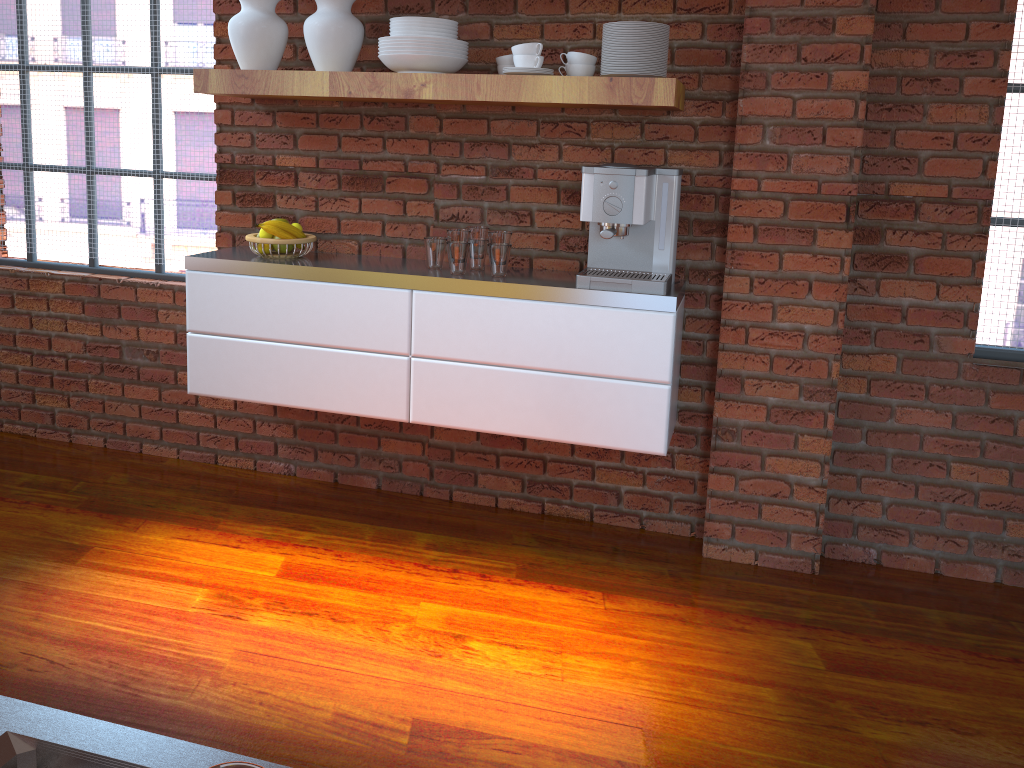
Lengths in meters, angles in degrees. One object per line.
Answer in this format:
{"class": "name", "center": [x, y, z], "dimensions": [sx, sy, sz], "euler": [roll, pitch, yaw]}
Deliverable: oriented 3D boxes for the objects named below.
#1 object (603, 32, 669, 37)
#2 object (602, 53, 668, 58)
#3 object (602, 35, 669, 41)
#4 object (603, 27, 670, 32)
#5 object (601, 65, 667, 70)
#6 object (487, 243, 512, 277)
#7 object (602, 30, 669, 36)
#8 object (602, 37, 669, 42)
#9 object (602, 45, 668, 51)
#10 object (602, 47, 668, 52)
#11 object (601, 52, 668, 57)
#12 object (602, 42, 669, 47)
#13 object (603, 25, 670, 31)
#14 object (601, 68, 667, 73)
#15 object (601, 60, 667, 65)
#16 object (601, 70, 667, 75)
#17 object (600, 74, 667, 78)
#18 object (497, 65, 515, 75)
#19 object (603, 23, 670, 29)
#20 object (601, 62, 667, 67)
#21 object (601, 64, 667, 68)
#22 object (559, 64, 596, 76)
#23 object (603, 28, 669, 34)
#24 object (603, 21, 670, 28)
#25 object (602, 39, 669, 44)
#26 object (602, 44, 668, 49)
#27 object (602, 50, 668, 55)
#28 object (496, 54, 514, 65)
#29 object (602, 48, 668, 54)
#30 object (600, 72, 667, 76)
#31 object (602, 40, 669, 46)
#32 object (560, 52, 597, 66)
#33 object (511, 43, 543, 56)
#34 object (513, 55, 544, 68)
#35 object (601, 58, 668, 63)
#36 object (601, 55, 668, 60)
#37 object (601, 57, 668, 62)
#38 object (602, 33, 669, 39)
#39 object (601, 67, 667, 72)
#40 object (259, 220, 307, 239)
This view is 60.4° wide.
{"class": "object", "center": [0.363, -1.015, 2.583], "dimensions": [0.196, 0.013, 0.197], "euler": [12, 18, 31]}
{"class": "object", "center": [0.360, -0.957, 2.592], "dimensions": [0.196, 0.013, 0.197], "euler": [12, 18, 31]}
{"class": "object", "center": [0.362, -1.006, 2.585], "dimensions": [0.196, 0.013, 0.197], "euler": [12, 18, 31]}
{"class": "object", "center": [0.363, -1.028, 2.581], "dimensions": [0.196, 0.013, 0.197], "euler": [12, 18, 31]}
{"class": "object", "center": [0.359, -0.925, 2.597], "dimensions": [0.196, 0.013, 0.197], "euler": [12, 18, 31]}
{"class": "object", "center": [-0.041, -0.387, 2.756], "dimensions": [0.078, 0.102, 0.079], "euler": [8, 13, 26]}
{"class": "object", "center": [0.363, -1.020, 2.583], "dimensions": [0.196, 0.013, 0.197], "euler": [12, 18, 31]}
{"class": "object", "center": [0.362, -1.001, 2.585], "dimensions": [0.196, 0.013, 0.197], "euler": [12, 18, 31]}
{"class": "object", "center": [0.361, -0.979, 2.589], "dimensions": [0.196, 0.013, 0.197], "euler": [12, 18, 31]}
{"class": "object", "center": [0.361, -0.974, 2.590], "dimensions": [0.196, 0.013, 0.197], "euler": [12, 18, 31]}
{"class": "object", "center": [0.361, -0.961, 2.592], "dimensions": [0.196, 0.013, 0.197], "euler": [12, 18, 31]}
{"class": "object", "center": [0.362, -0.988, 2.588], "dimensions": [0.196, 0.013, 0.197], "euler": [12, 18, 31]}
{"class": "object", "center": [0.364, -1.033, 2.581], "dimensions": [0.196, 0.013, 0.197], "euler": [12, 18, 31]}
{"class": "object", "center": [0.359, -0.916, 2.599], "dimensions": [0.196, 0.013, 0.197], "euler": [12, 18, 31]}
{"class": "object", "center": [0.360, -0.939, 2.595], "dimensions": [0.196, 0.013, 0.197], "euler": [12, 18, 31]}
{"class": "object", "center": [0.359, -0.912, 2.599], "dimensions": [0.196, 0.013, 0.197], "euler": [12, 18, 31]}
{"class": "object", "center": [0.358, -0.903, 2.601], "dimensions": [0.196, 0.013, 0.197], "euler": [12, 18, 31]}
{"class": "object", "center": [-0.002, -0.994, 2.818], "dimensions": [0.092, 0.046, 0.101], "euler": [1, 14, -5]}
{"class": "object", "center": [0.364, -1.037, 2.580], "dimensions": [0.196, 0.013, 0.197], "euler": [12, 18, 31]}
{"class": "object", "center": [0.360, -0.934, 2.596], "dimensions": [0.196, 0.013, 0.197], "euler": [12, 18, 31]}
{"class": "object", "center": [0.359, -0.929, 2.597], "dimensions": [0.196, 0.013, 0.197], "euler": [12, 18, 31]}
{"class": "object", "center": [0.207, -0.952, 2.696], "dimensions": [0.093, 0.046, 0.100], "euler": [-10, 19, -39]}
{"class": "object", "center": [0.363, -1.024, 2.582], "dimensions": [0.196, 0.013, 0.197], "euler": [12, 18, 31]}
{"class": "object", "center": [0.364, -1.042, 2.579], "dimensions": [0.196, 0.013, 0.197], "euler": [12, 18, 31]}
{"class": "object", "center": [0.362, -0.997, 2.586], "dimensions": [0.196, 0.013, 0.197], "euler": [12, 18, 31]}
{"class": "object", "center": [0.362, -0.983, 2.588], "dimensions": [0.196, 0.013, 0.197], "euler": [12, 18, 31]}
{"class": "object", "center": [0.361, -0.966, 2.591], "dimensions": [0.196, 0.013, 0.197], "euler": [12, 18, 31]}
{"class": "object", "center": [-0.006, -1.024, 2.811], "dimensions": [0.092, 0.057, 0.102], "euler": [-2, 14, -16]}
{"class": "object", "center": [0.361, -0.970, 2.590], "dimensions": [0.196, 0.013, 0.197], "euler": [12, 18, 31]}
{"class": "object", "center": [0.358, -0.907, 2.600], "dimensions": [0.196, 0.013, 0.197], "euler": [12, 18, 31]}
{"class": "object", "center": [0.362, -0.992, 2.587], "dimensions": [0.196, 0.013, 0.197], "euler": [12, 18, 31]}
{"class": "object", "center": [0.211, -0.984, 2.696], "dimensions": [0.101, 0.057, 0.093], "euler": [13, 17, 37]}
{"class": "object", "center": [0.043, -0.990, 2.633], "dimensions": [0.092, 0.057, 0.102], "euler": [2, 14, -2]}
{"class": "object", "center": [0.048, -0.959, 2.639], "dimensions": [0.092, 0.046, 0.101], "euler": [5, 15, 9]}
{"class": "object", "center": [0.360, -0.944, 2.594], "dimensions": [0.196, 0.013, 0.197], "euler": [12, 18, 31]}
{"class": "object", "center": [0.360, -0.953, 2.593], "dimensions": [0.196, 0.013, 0.197], "euler": [12, 18, 31]}
{"class": "object", "center": [0.360, -0.948, 2.594], "dimensions": [0.196, 0.013, 0.197], "euler": [12, 18, 31]}
{"class": "object", "center": [0.363, -1.011, 2.584], "dimensions": [0.196, 0.013, 0.197], "euler": [12, 18, 31]}
{"class": "object", "center": [0.359, -0.920, 2.598], "dimensions": [0.196, 0.013, 0.197], "euler": [12, 18, 31]}
{"class": "object", "center": [-0.765, -0.513, 2.970], "dimensions": [0.185, 0.083, 0.067], "euler": [-9, 16, -36]}
